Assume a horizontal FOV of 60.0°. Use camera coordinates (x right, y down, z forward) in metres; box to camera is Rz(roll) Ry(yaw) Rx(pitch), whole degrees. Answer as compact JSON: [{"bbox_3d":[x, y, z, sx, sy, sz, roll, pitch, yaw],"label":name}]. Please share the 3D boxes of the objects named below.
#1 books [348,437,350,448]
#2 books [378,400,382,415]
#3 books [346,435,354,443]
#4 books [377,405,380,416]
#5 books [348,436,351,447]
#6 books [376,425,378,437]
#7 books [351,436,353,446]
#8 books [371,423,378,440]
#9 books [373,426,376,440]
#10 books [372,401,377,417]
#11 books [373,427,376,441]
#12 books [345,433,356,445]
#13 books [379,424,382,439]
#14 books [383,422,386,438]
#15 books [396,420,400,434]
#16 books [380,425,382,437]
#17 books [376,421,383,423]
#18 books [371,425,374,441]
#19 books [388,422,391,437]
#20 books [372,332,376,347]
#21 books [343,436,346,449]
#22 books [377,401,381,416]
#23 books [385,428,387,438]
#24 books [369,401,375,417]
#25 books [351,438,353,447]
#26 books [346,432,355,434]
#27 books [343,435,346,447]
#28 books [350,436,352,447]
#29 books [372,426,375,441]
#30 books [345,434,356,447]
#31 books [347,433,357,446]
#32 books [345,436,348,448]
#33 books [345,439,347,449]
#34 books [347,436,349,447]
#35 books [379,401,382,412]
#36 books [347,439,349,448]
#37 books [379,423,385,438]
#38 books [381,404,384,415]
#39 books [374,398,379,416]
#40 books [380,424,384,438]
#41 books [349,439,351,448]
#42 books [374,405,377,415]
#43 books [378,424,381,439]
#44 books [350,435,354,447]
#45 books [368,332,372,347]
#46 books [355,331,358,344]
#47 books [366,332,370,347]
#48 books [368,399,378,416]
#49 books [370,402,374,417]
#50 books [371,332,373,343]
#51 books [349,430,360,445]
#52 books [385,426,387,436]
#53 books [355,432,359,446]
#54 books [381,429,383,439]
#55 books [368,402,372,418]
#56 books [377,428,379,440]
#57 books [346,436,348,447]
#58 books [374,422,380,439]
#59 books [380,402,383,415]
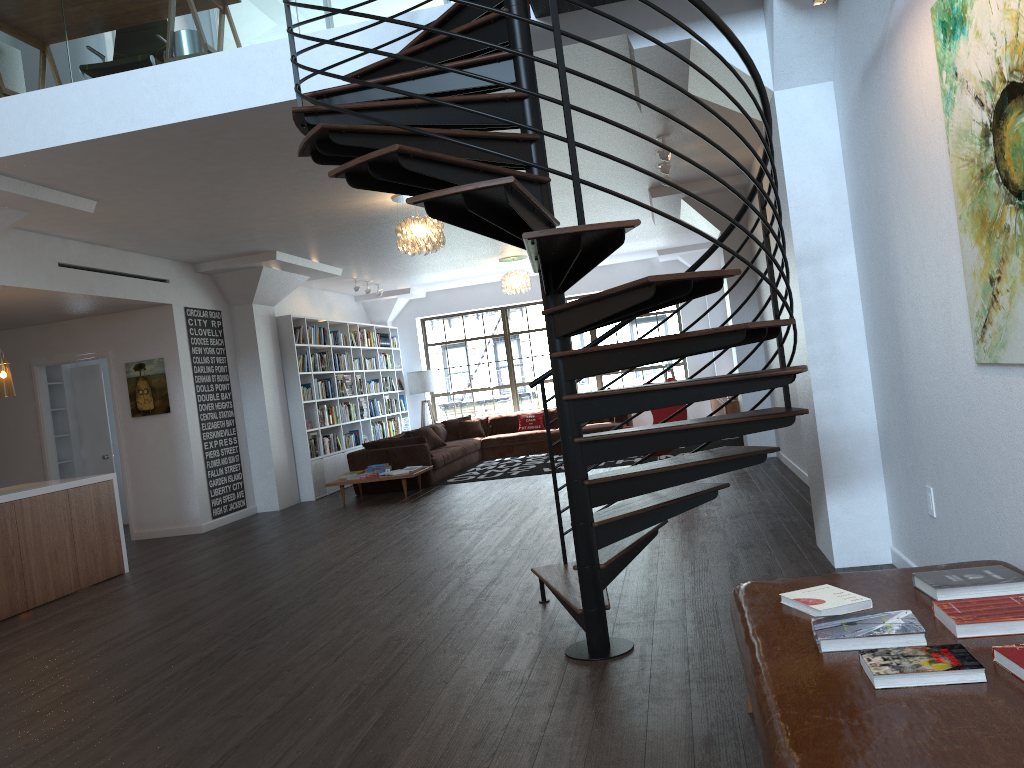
[{"bbox_3d":[-2.431,0.863,12.979,0.110,0.153,0.019,-7,0,10],"label":"books"},{"bbox_3d":[-2.230,0.401,14.470,0.170,0.251,0.118,-7,0,10],"label":"books"},{"bbox_3d":[-2.408,0.847,13.143,0.128,0.178,0.021,-7,0,10],"label":"books"},{"bbox_3d":[-2.246,0.419,14.383,0.161,0.222,0.084,-7,0,10],"label":"books"},{"bbox_3d":[-2.427,0.856,13.017,0.120,0.167,0.020,-7,0,10],"label":"books"},{"bbox_3d":[-2.229,0.783,14.166,0.160,0.250,0.026,-7,0,10],"label":"books"},{"bbox_3d":[-2.417,0.853,13.089,0.122,0.169,0.023,-7,0,10],"label":"books"},{"bbox_3d":[-2.253,0.770,14.123,0.198,0.284,0.066,-7,0,10],"label":"books"},{"bbox_3d":[-2.258,0.797,14.072,0.168,0.231,0.037,-7,0,10],"label":"books"},{"bbox_3d":[-2.275,0.408,14.166,0.182,0.253,0.098,-7,0,10],"label":"books"},{"bbox_3d":[-2.252,0.801,14.039,0.161,0.223,0.026,-7,0,10],"label":"books"},{"bbox_3d":[-2.406,0.835,13.205,0.146,0.202,0.027,-7,0,10],"label":"books"},{"bbox_3d":[-2.206,0.778,14.305,0.183,0.253,0.034,-7,0,10],"label":"books"},{"bbox_3d":[-2.168,0.770,14.547,0.180,0.259,0.060,-7,0,10],"label":"books"},{"bbox_3d":[-2.037,0.755,15.296,0.171,0.246,0.057,-7,0,10],"label":"books"},{"bbox_3d":[-2.200,0.781,14.350,0.171,0.246,0.057,-7,0,10],"label":"books"},{"bbox_3d":[-2.180,0.756,14.500,0.176,0.290,0.036,-7,0,10],"label":"books"},{"bbox_3d":[-2.278,0.789,13.968,0.183,0.253,0.034,-7,0,10],"label":"books"},{"bbox_3d":[-2.123,0.765,14.816,0.183,0.253,0.036,-7,0,10],"label":"books"},{"bbox_3d":[-2.349,-0.718,14.604,0.183,0.253,0.034,-7,0,10],"label":"books"},{"bbox_3d":[-2.479,0.851,12.779,0.139,0.191,0.036,-7,0,10],"label":"books"},{"bbox_3d":[-2.236,0.406,14.417,0.174,0.242,0.105,-7,0,10],"label":"books"},{"bbox_3d":[-2.157,0.772,14.588,0.160,0.250,0.026,-7,0,10],"label":"books"},{"bbox_3d":[-2.294,0.408,14.121,0.182,0.255,0.077,-7,0,10],"label":"books"},{"bbox_3d":[-2.412,0.854,13.066,0.107,0.167,0.017,-7,0,10],"label":"books"},{"bbox_3d":[-2.406,0.834,13.288,0.146,0.202,0.027,-7,0,10],"label":"books"},{"bbox_3d":[-2.475,0.848,12.820,0.136,0.196,0.045,-7,0,10],"label":"books"},{"bbox_3d":[-2.416,0.857,13.042,0.106,0.162,0.032,-7,0,10],"label":"books"},{"bbox_3d":[-2.270,0.795,14.006,0.174,0.240,0.045,-7,0,10],"label":"books"},{"bbox_3d":[-2.406,0.840,13.173,0.139,0.191,0.036,-7,0,10],"label":"books"},{"bbox_3d":[-2.393,0.833,13.231,0.146,0.202,0.027,-7,0,10],"label":"books"},{"bbox_3d":[-2.459,0.855,12.872,0.128,0.178,0.022,-7,0,10],"label":"books"},{"bbox_3d":[-2.471,0.846,12.853,0.127,0.200,0.020,-7,0,10],"label":"books"},{"bbox_3d":[-2.453,0.854,12.945,0.128,0.178,0.022,-7,0,10],"label":"books"},{"bbox_3d":[-2.224,0.402,14.513,0.159,0.248,0.089,-7,0,10],"label":"books"},{"bbox_3d":[-2.459,0.852,12.920,0.134,0.184,0.030,-7,0,10],"label":"books"},{"bbox_3d":[-2.175,0.774,14.464,0.183,0.253,0.034,-7,0,10],"label":"books"},{"bbox_3d":[-2.204,0.414,14.576,0.161,0.218,0.101,-7,0,10],"label":"books"},{"bbox_3d":[-2.260,0.385,14.332,0.176,0.293,0.125,-7,0,10],"label":"books"},{"bbox_3d":[-2.192,0.783,14.427,0.174,0.240,0.045,-7,0,10],"label":"books"},{"bbox_3d":[-2.429,0.863,12.998,0.110,0.153,0.018,-7,0,10],"label":"books"},{"bbox_3d":[-2.268,0.422,14.231,0.161,0.222,0.083,-7,0,10],"label":"books"},{"bbox_3d":[-2.215,0.780,14.273,0.183,0.253,0.034,-7,0,10],"label":"books"},{"bbox_3d":[-2.413,0.851,13.117,0.126,0.173,0.032,-7,0,10],"label":"books"},{"bbox_3d":[-2.383,-0.712,14.438,0.183,0.253,0.034,-7,0,10],"label":"books"},{"bbox_3d":[-2.492,-0.693,13.825,0.160,0.251,0.039,-7,0,10],"label":"books"},{"bbox_3d":[-2.395,-0.706,14.357,0.171,0.246,0.057,-7,0,10],"label":"books"},{"bbox_3d":[-2.275,0.388,14.271,0.197,0.290,0.136,-7,0,10],"label":"books"},{"bbox_3d":[-2.293,0.414,14.081,0.174,0.243,0.085,-7,0,10],"label":"books"},{"bbox_3d":[-2.371,-0.714,14.504,0.183,0.253,0.034,-7,0,10],"label":"books"},{"bbox_3d":[-2.374,0.815,13.396,0.140,0.231,0.042,-7,0,10],"label":"books"},{"bbox_3d":[-2.152,0.785,14.614,0.161,0.223,0.027,-7,0,10],"label":"books"},{"bbox_3d":[-2.383,0.831,13.312,0.146,0.202,0.027,-7,0,10],"label":"books"},{"bbox_3d":[-2.189,0.791,14.391,0.161,0.223,0.027,-7,0,10],"label":"books"},{"bbox_3d":[-2.314,0.411,13.981,0.182,0.255,0.077,-7,0,10],"label":"books"},{"bbox_3d":[-2.220,0.796,14.191,0.161,0.223,0.026,-7,0,10],"label":"books"},{"bbox_3d":[-2.457,0.855,12.893,0.128,0.178,0.021,-7,0,10],"label":"books"},{"bbox_3d":[-2.226,0.763,14.231,0.176,0.290,0.053,-7,0,10],"label":"books"},{"bbox_3d":[-2.208,0.413,14.542,0.161,0.222,0.084,-7,0,10],"label":"books"}]
